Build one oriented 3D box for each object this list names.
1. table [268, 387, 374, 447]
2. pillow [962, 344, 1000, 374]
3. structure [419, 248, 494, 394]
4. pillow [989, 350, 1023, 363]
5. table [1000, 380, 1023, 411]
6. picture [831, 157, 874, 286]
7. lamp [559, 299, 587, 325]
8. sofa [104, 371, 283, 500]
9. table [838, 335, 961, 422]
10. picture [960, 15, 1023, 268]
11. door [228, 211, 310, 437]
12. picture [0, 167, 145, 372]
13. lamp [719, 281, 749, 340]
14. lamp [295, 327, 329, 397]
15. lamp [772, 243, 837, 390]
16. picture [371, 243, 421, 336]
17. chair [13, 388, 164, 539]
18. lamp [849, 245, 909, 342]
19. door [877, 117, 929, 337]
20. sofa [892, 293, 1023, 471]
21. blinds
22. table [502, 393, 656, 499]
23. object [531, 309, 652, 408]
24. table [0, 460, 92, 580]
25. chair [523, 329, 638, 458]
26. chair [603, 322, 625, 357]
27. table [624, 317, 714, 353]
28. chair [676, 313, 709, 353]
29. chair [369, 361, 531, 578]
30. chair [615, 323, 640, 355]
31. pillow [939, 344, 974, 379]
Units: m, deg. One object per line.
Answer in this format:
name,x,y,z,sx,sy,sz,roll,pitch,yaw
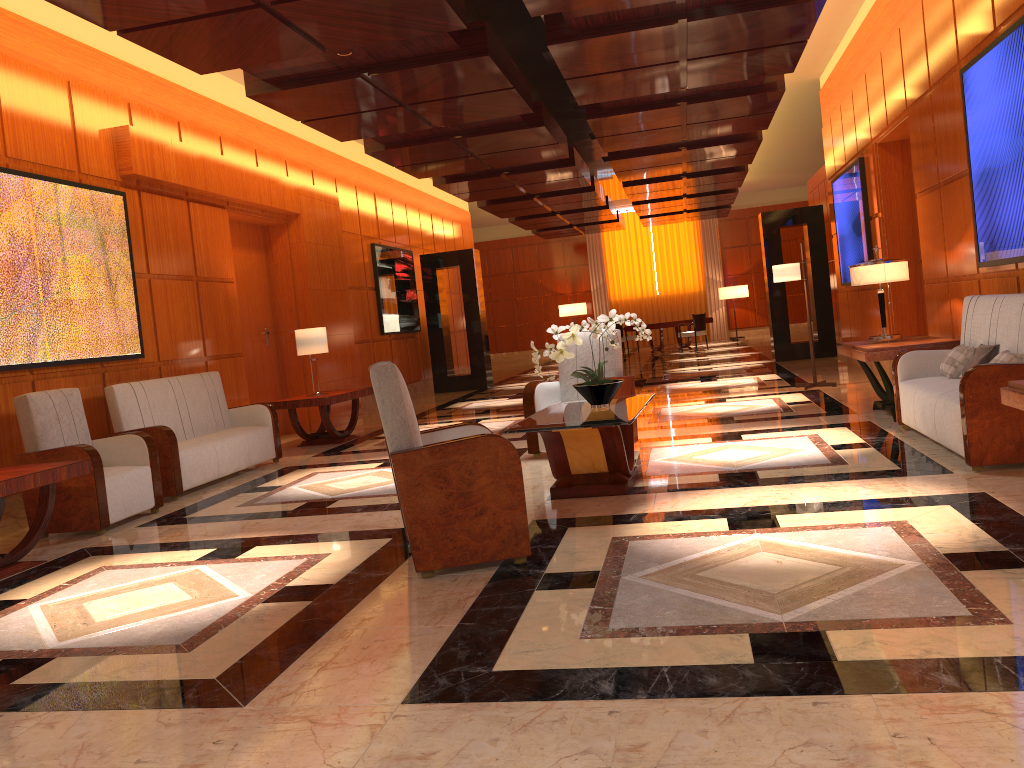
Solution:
table,-2.062,0.379,9.833,0.724,0.533,1.171,-5,3,14
pillow,2.993,-0.128,5.648,0.160,0.252,0.358,-6,3,8
structure,-0.994,-1.129,15.999,0.984,2.495,0.501,-6,2,11
pillow,2.875,-0.073,5.217,0.202,0.229,0.274,-5,3,14
table,2.395,0.310,3.198,0.725,0.606,1.273,-5,3,12
picture,4.314,-1.992,11.261,0.056,1.450,2.001,-6,3,12
lamp,1.854,-1.689,26.240,0.813,1.659,0.809,-8,2,-39
sofa,-2.721,0.381,7.705,0.612,0.931,1.803,-6,3,12
table,3.209,-0.050,7.336,0.725,0.606,1.273,-5,3,12
picture,3.185,-1.491,5.517,0.056,1.450,2.001,-6,3,12
door,-2.990,-0.625,10.432,0.340,2.648,1.503,-6,2,12
picture,-3.509,-0.862,6.765,0.056,1.450,2.001,-6,3,12
lamp,6.385,-2.111,25.328,0.813,1.659,0.809,-8,2,-39
lamp,0.930,-0.203,4.174,0.336,0.733,12.991,-7,4,-29
lamp,3.308,-0.777,10.130,0.526,1.659,0.360,-6,2,1
picture,-1.917,-1.568,14.863,0.056,1.450,2.001,-6,3,12
chair,-2.923,0.497,6.098,0.628,0.960,0.739,-6,2,10
lamp,3.079,-0.760,7.397,0.459,0.793,0.458,-7,2,-27
door,4.178,-1.293,9.009,0.340,2.648,1.541,-6,2,12
sofa,2.926,-0.082,5.643,0.612,0.931,1.803,-6,3,12
blinds,4.255,-3.167,26.344,3.850,4.060,0.149,-6,2,11
table,0.505,0.410,5.608,0.721,0.495,1.564,-5,4,14
object,0.524,-0.158,5.698,0.789,0.616,0.417,-7,2,-11
table,-3.028,0.807,4.922,0.724,0.533,1.171,-5,3,14
chair,0.546,0.061,7.110,0.736,0.960,0.630,-5,3,30
chair,2.414,-1.086,22.064,0.586,0.893,0.575,-8,3,-40
table,3.907,-1.174,21.934,2.110,0.740,0.784,-7,3,-18
chair,4.328,-1.220,21.008,0.586,0.893,0.576,-8,3,-35
chair,-0.319,0.343,4.245,0.629,0.960,0.738,-6,2,-10
chair,2.962,-1.219,23.194,0.575,0.893,0.586,-4,3,39
pillow,3.050,-0.154,6.080,0.195,0.226,0.345,-5,3,17
